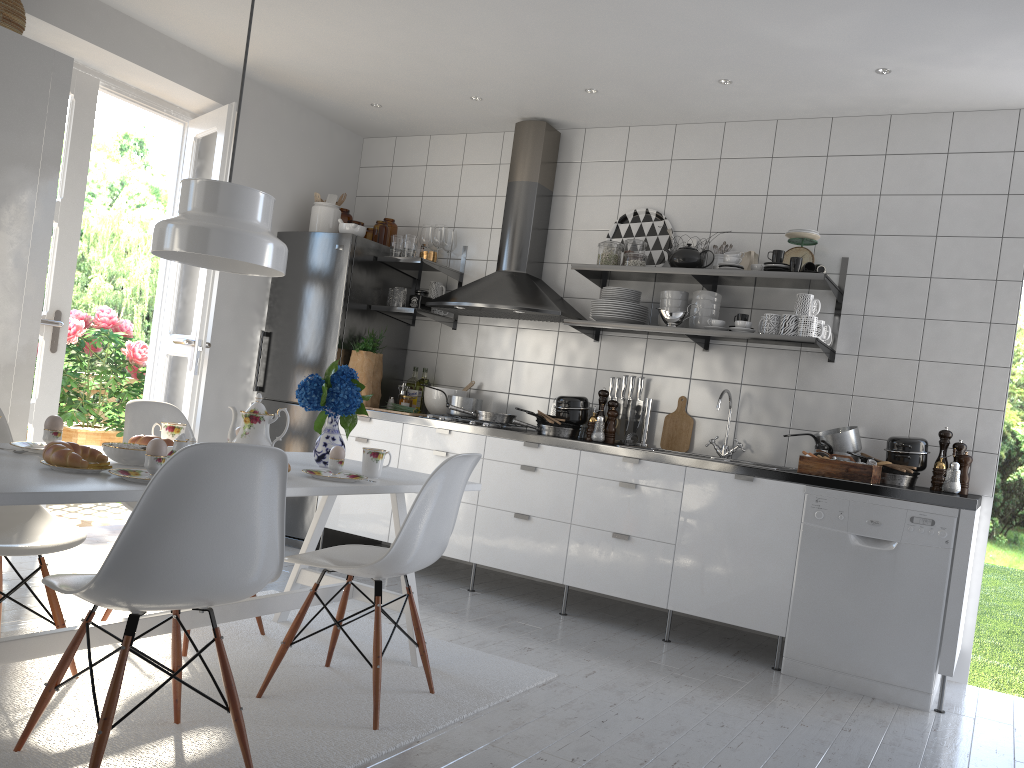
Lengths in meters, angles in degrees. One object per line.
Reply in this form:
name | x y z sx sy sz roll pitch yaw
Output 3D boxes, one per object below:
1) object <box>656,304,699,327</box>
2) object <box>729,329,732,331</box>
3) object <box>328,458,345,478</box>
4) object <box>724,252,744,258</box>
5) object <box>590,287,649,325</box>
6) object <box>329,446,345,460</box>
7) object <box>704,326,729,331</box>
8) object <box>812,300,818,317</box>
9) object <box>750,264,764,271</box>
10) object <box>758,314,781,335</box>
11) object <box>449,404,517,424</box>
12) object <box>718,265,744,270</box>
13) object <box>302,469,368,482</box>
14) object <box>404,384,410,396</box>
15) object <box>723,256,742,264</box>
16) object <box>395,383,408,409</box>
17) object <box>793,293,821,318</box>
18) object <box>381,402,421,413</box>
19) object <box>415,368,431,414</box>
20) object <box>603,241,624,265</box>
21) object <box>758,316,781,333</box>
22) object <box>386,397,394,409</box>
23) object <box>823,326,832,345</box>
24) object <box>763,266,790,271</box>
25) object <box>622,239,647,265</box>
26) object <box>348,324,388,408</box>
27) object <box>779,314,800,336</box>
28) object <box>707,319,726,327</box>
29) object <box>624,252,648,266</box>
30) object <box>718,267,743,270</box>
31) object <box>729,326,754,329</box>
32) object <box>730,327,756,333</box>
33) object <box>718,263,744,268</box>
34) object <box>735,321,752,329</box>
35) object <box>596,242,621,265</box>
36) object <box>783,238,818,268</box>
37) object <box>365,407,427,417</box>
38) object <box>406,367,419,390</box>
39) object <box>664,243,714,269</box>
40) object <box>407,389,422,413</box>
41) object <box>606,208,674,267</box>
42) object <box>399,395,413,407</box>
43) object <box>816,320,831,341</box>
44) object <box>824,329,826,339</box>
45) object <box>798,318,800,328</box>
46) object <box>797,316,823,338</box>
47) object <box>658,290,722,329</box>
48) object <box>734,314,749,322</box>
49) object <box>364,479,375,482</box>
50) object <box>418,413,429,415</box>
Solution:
object | 0.806 -0.334 4.351 0.209 0.135 0.102 7 0 12
object | 1.114 -0.247 4.311 0.121 0.021 0.121 8 -2 -26
object | -0.540 0.257 2.715 0.048 0.057 0.048 8 0 -20
object | 1.052 -0.606 4.227 0.082 0.067 0.078 7 -1 44
object | 0.558 -0.391 4.592 0.305 0.195 0.301 7 -1 34
object | -0.535 0.220 2.714 0.048 0.063 0.048 8 0 34
object | 0.976 -0.258 4.237 0.121 0.021 0.121 7 -2 27
object | 1.386 -0.345 4.165 0.083 0.100 0.108 8 -1 -1
object | 1.175 -0.541 4.225 0.079 0.048 0.083 7 -1 42
object | 1.200 -0.270 4.117 0.083 0.100 0.108 8 -1 -1
object | -0.149 0.163 4.740 0.351 0.061 0.232 7 -1 8
object | 1.045 -0.546 4.228 0.121 0.021 0.121 7 -2 34
object | -0.543 0.283 2.715 0.200 0.016 0.201 7 -2 35
object | -0.651 0.083 5.324 0.059 0.172 0.059 7 0 -11
object | 1.047 -0.577 4.228 0.079 0.050 0.082 8 -1 3
object | -0.655 0.081 5.259 0.059 0.172 0.059 7 0 -11
object | 1.335 -0.355 4.025 0.083 0.100 0.108 8 0 -26
object | -0.638 0.133 4.945 0.275 0.053 0.142 6 -2 45
object | -0.532 0.044 5.330 0.089 0.282 0.082 8 1 30
object | 0.526 -0.668 4.724 0.121 0.171 0.121 8 0 -41
object | 1.217 -0.266 4.188 0.083 0.100 0.108 8 0 -26
object | -0.716 0.117 5.240 0.046 0.084 0.046 8 0 7
object | 1.483 -0.229 4.261 0.108 0.100 0.083 7 0 19
object | 1.227 -0.525 4.109 0.121 0.021 0.121 7 -2 34
object | 0.632 -0.657 4.605 0.121 0.171 0.121 8 0 -41
object | -0.833 -0.105 5.084 0.173 0.509 0.283 8 0 17
object | 1.281 -0.261 4.052 0.108 0.100 0.083 7 0 19
object | 0.978 -0.279 4.235 0.079 0.048 0.083 7 -1 22
object | 0.623 -0.616 4.479 0.121 0.079 0.121 7 -1 16
object | 1.044 -0.537 4.228 0.121 0.021 0.121 7 -2 34
object | 1.115 -0.266 4.312 0.121 0.023 0.121 7 -1 10
object | 1.079 -0.246 4.150 0.121 0.021 0.121 7 -2 34
object | 1.044 -0.556 4.230 0.121 0.024 0.121 7 -2 25
object | 1.081 -0.267 4.149 0.079 0.048 0.083 7 -1 42
object | 0.495 -0.656 4.564 0.121 0.130 0.121 7 0 16
object | 1.380 -0.586 4.255 0.159 0.208 0.186 8 0 30
object | -0.636 0.157 4.945 0.329 0.012 0.221 7 -2 30
object | -0.600 0.036 5.374 0.066 0.282 0.066 8 1 25
object | 0.866 -0.619 4.353 0.178 0.142 0.200 8 -1 -19
object | -0.589 0.107 5.300 0.077 0.141 0.044 8 0 30
object | 0.686 -0.757 4.788 0.394 0.393 0.053 7 0 30
object | -0.624 0.119 5.200 0.078 0.101 0.078 8 0 -4
object | 1.417 -0.242 4.103 0.108 0.100 0.083 7 0 15
object | 1.415 -0.240 4.185 0.083 0.100 0.108 8 0 -26
object | 1.310 -0.255 4.142 0.083 0.100 0.108 8 -1 -1
object | 1.353 -0.253 4.011 0.108 0.100 0.083 7 0 19
object | 0.892 -0.360 4.483 0.309 0.217 0.150 7 0 27
object | 1.118 -0.300 4.318 0.055 0.078 0.070 8 0 -10
object | -0.489 0.295 2.808 0.139 0.011 0.032 7 -2 33
object | -0.631 0.169 5.280 0.180 0.008 0.273 7 -2 30
